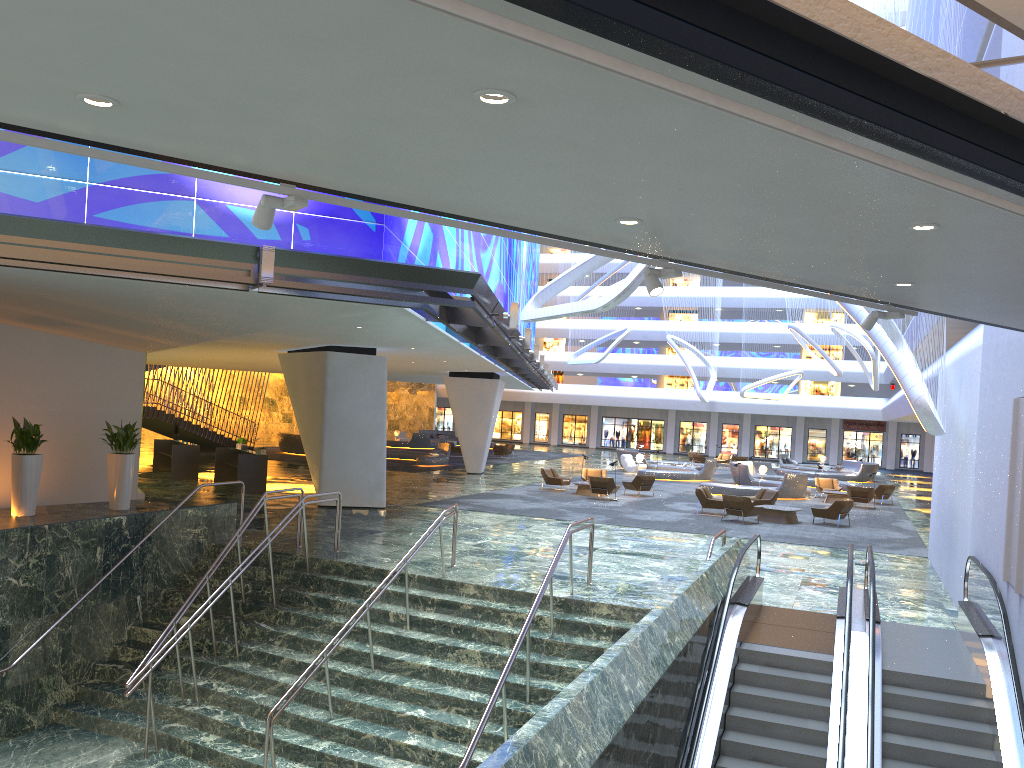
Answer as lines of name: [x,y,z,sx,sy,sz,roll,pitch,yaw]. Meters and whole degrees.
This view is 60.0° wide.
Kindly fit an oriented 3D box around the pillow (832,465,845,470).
pillow: [18.358,4.694,49.805,0.693,0.262,0.877,4,-2,-17]

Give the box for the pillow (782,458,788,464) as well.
pillow: [16.659,4.671,53.952,0.295,0.369,0.770,3,-1,34]

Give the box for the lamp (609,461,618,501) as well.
lamp: [3.277,3.132,28.714,0.384,1.300,0.202,3,0,38]

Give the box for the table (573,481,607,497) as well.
table: [2.730,3.598,30.359,1.202,0.392,1.204,3,-2,22]

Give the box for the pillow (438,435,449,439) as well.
pillow: [-4.886,3.725,62.355,0.692,0.262,0.878,3,-2,12]

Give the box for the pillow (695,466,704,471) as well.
pillow: [8.909,3.897,40.867,0.692,0.262,0.878,2,-2,30]

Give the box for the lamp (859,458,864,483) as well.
lamp: [18.012,4.463,45.711,0.202,1.300,0.384,3,0,-19]

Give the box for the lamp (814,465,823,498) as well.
lamp: [11.950,3.796,34.563,0.201,1.300,0.384,3,0,38]

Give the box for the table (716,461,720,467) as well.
table: [11.789,4.776,53.334,1.204,0.392,1.202,4,-2,-33]

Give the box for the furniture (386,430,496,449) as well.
furniture: [-5.429,3.633,58.756,5.181,0.969,9.938,2,-2,38]

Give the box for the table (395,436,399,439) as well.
table: [-7.558,3.681,57.664,0.417,0.595,0.428,3,0,20]

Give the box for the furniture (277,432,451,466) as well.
furniture: [-7.297,3.072,42.946,9.918,0.969,5.191,2,-2,38]

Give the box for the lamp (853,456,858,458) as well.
lamp: [19.203,4.642,49.590,0.384,1.300,0.202,3,0,21]

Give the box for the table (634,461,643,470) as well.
table: [6.043,4.018,42.333,0.418,0.595,0.427,3,0,-5]

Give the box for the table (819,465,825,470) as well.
table: [17.324,4.870,49.539,0.417,0.595,0.428,3,0,17]

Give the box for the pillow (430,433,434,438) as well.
pillow: [-5.730,3.617,61.892,0.315,0.386,0.785,3,-1,38]

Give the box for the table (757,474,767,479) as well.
table: [10.664,4.155,37.913,0.417,0.595,0.428,3,0,20]

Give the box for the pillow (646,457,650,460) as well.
pillow: [7.270,4.084,48.442,0.443,0.207,0.444,4,-1,-17]

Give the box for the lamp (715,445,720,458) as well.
lamp: [12.721,4.424,54.889,0.384,1.300,0.202,3,0,-17]

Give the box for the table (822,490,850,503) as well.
table: [12.079,4.202,32.771,1.202,0.392,1.204,3,-2,21]

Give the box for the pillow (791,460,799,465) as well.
pillow: [17.159,4.771,54.107,0.685,0.280,0.873,4,-2,-32]

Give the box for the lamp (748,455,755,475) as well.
lamp: [10.992,3.917,40.676,0.384,1.300,0.202,3,0,38]

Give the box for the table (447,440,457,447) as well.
table: [-4.109,4.072,60.524,0.671,0.406,0.673,4,-1,-24]

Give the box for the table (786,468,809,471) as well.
table: [15.778,4.882,49.078,1.202,0.392,1.204,3,-2,22]

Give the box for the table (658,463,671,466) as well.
table: [7.962,4.356,46.387,0.673,0.406,0.672,2,-1,41]

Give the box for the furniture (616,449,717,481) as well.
furniture: [7.531,3.956,44.211,5.183,0.969,9.934,3,-2,13]

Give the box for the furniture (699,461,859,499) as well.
furniture: [10.699,3.928,36.896,5.181,0.969,9.938,2,-2,38]

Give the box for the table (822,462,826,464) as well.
table: [19.333,5.157,55.231,0.418,0.595,0.427,3,0,-5]

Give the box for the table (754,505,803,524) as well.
table: [7.618,3.734,25.376,1.202,0.392,1.204,2,-2,39]

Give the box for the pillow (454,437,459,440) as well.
pillow: [-3.867,3.857,62.686,0.443,0.207,0.445,3,-1,8]

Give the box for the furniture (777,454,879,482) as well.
furniture: [17.792,4.717,50.272,5.182,0.969,9.935,3,-2,18]

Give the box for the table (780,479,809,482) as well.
table: [12.222,4.372,38.425,1.202,0.392,1.204,3,-2,22]

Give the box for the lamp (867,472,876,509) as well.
lamp: [12.626,3.736,31.126,0.384,1.300,0.202,3,0,38]

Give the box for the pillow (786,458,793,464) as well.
pillow: [16.867,4.657,53.910,0.315,0.386,0.785,3,-1,37]

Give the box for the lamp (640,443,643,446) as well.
lamp: [7.157,3.949,49.445,0.202,1.300,0.384,3,0,-25]

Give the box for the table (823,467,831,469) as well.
table: [18.591,5.145,52.684,0.670,0.406,0.674,3,-1,18]

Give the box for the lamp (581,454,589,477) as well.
lamp: [2.601,3.192,32.152,0.201,1.300,0.384,3,0,38]

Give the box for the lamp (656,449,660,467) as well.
lamp: [6.825,3.706,41.617,0.202,1.300,0.384,3,0,-3]

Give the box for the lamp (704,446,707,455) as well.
lamp: [11.297,4.251,51.688,0.202,1.300,0.384,3,0,-16]

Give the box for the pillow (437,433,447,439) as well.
pillow: [-4.929,3.685,62.547,0.775,0.366,0.317,4,-1,-27]

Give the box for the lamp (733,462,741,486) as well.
lamp: [8.341,3.541,32.864,0.384,1.300,0.202,3,0,38]

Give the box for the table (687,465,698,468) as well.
table: [9.450,4.434,46.110,0.674,0.406,0.671,4,-1,-17]

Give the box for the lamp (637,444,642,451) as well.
lamp: [6.714,3.856,47.073,0.384,1.300,0.202,3,0,14]
